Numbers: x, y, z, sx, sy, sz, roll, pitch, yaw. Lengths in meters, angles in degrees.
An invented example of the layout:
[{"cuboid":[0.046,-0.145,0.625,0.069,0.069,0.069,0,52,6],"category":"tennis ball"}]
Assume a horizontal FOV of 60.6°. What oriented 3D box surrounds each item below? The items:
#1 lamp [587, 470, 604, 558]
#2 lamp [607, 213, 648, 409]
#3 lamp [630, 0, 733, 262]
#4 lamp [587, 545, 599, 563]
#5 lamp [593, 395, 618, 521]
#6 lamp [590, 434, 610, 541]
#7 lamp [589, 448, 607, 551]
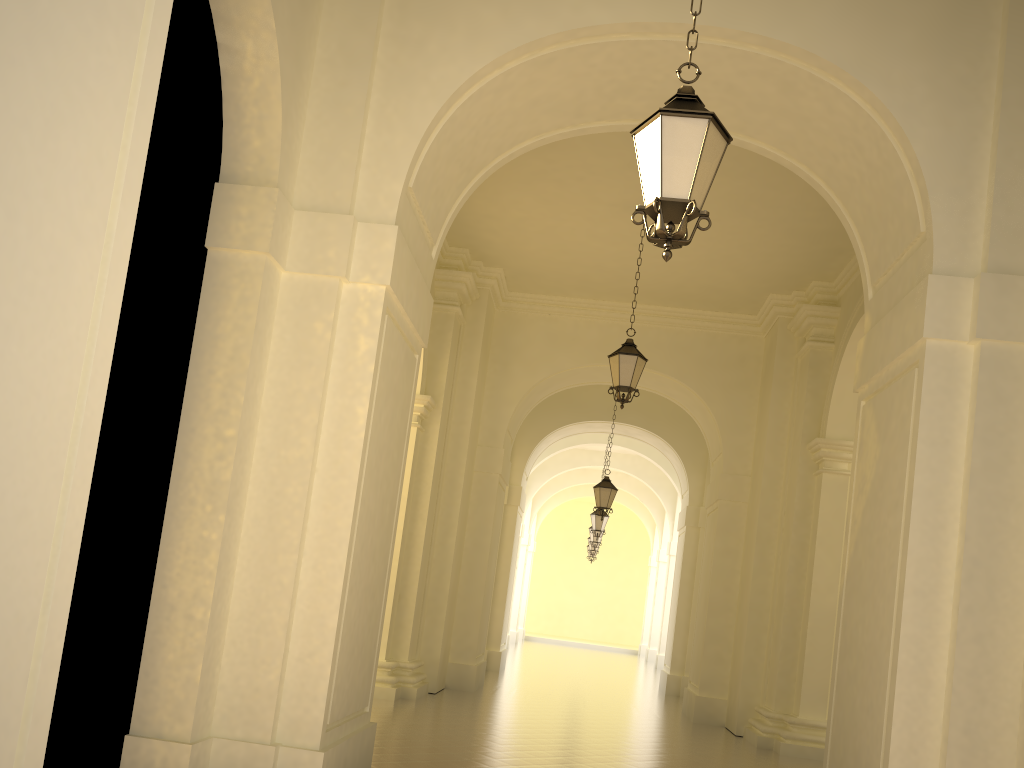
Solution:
[{"cuboid":[2.950,4.319,29.960,0.509,3.262,0.449,7,-5,6],"category":"lamp"},{"cuboid":[1.515,-0.932,10.909,0.440,2.528,0.520,4,-6,35],"category":"lamp"},{"cuboid":[0.966,-2.207,4.434,0.447,3.262,0.512,10,-6,-24],"category":"lamp"},{"cuboid":[3.243,5.285,33.734,0.509,3.262,0.449,7,-5,6],"category":"lamp"},{"cuboid":[1.965,1.078,17.281,0.447,3.262,0.512,10,-6,-24],"category":"lamp"},{"cuboid":[2.354,2.359,22.294,0.509,3.262,0.449,7,-5,6],"category":"lamp"},{"cuboid":[2.655,3.348,26.162,0.509,3.262,0.449,7,-5,6],"category":"lamp"}]
